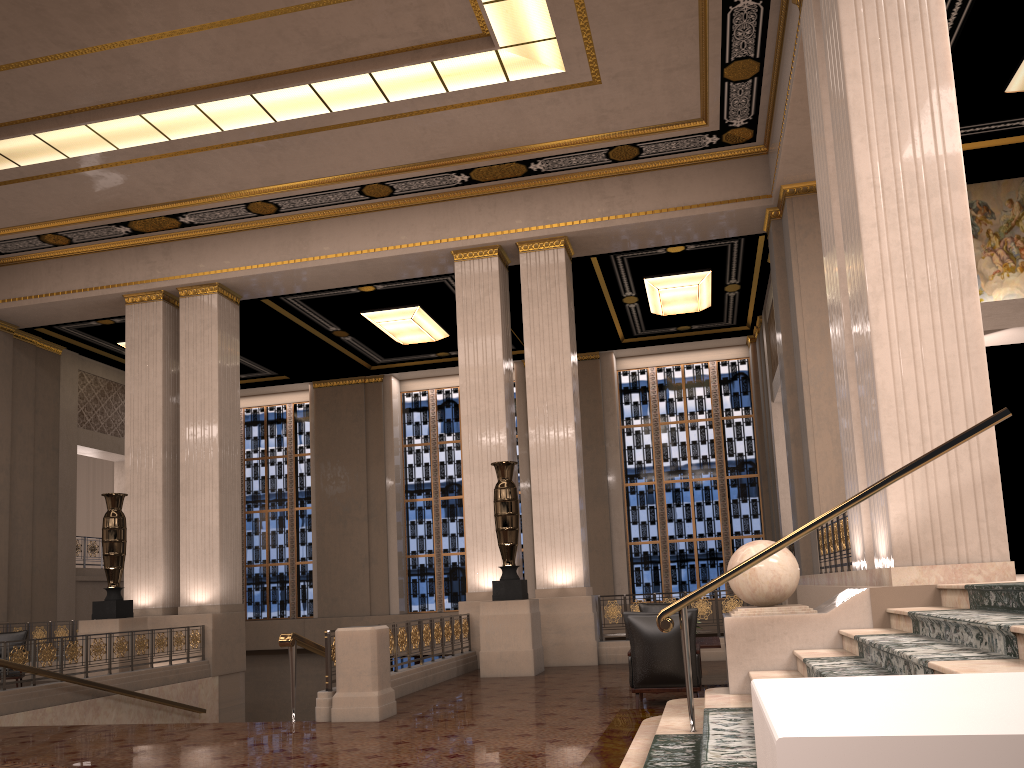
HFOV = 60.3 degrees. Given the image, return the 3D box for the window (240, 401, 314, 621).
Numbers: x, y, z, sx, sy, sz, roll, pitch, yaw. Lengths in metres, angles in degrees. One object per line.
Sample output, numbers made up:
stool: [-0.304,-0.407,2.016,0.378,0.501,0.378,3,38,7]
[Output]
window: [-6.111,3.173,21.975,2.993,5.282,0.070,-5,-7,12]

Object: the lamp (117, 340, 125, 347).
lamp: [-7.216,-0.618,18.694,1.169,0.211,2.051,-6,-14,12]

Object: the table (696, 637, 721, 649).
table: [1.837,3.005,9.522,0.840,0.428,1.500,-5,-13,12]

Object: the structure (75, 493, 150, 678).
structure: [-5.831,2.997,12.907,0.701,2.749,0.709,-4,-8,12]

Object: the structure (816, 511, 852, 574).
structure: [3.486,1.698,9.369,0.032,0.614,3.758,-4,-13,12]

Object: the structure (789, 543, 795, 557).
structure: [5.021,2.957,15.623,0.031,0.656,2.192,-4,-13,12]

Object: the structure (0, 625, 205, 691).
structure: [-5.272,3.436,11.166,0.079,0.528,5.021,-4,-13,12]

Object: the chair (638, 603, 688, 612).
chair: [1.966,3.204,11.231,0.648,0.831,0.729,-4,-10,7]

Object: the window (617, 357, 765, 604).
window: [4.011,2.164,19.788,2.993,5.282,0.070,-5,-7,12]

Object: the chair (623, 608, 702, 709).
chair: [1.365,2.431,7.864,0.649,0.831,0.728,-5,-10,12]

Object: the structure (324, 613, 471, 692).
structure: [-1.146,3.025,10.274,0.079,0.528,5.022,-4,-13,11]

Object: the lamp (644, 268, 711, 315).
lamp: [3.127,-1.649,16.459,1.169,0.211,2.051,-6,-14,12]

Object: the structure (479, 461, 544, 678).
structure: [-0.051,2.422,11.658,0.701,2.749,0.709,-4,-8,12]

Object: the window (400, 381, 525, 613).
window: [-1.136,2.677,20.900,2.993,5.282,0.070,-5,-7,12]

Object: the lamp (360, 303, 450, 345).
lamp: [-2.089,-1.129,17.586,1.169,0.211,2.051,-6,-14,12]

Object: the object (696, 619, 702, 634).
object: [1.801,2.605,9.562,0.528,0.370,0.508,9,-16,-44]

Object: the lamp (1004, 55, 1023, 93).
lamp: [6.344,-3.500,9.334,1.719,0.211,1.188,-6,-13,12]

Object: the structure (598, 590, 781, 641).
structure: [2.489,3.256,12.440,2.539,0.645,0.032,-6,-8,12]

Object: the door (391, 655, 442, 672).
door: [-2.075,7.523,20.072,1.494,2.685,0.157,-5,-7,12]

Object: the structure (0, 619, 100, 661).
structure: [-7.691,4.270,14.641,2.539,0.645,0.032,-6,-8,12]

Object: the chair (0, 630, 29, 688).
chair: [-7.719,4.168,13.321,0.648,0.831,0.729,1,-11,-23]

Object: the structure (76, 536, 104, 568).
structure: [-8.700,3.593,18.672,0.031,0.656,2.192,-4,-13,12]
